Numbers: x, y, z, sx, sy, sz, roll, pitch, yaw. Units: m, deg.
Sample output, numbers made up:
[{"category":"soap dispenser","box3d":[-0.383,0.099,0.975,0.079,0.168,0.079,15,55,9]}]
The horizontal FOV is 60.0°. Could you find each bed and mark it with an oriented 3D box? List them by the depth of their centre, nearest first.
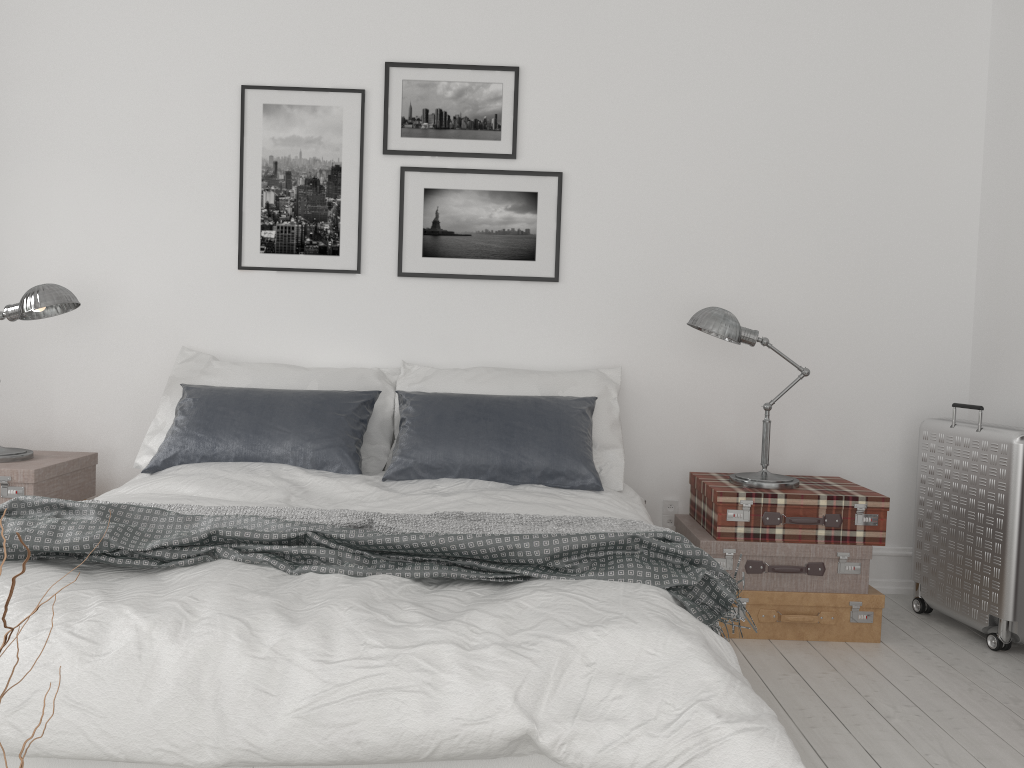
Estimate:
[{"category":"bed","box3d":[-0.526,0.475,2.777,2.217,0.926,2.473,2,3,0]}]

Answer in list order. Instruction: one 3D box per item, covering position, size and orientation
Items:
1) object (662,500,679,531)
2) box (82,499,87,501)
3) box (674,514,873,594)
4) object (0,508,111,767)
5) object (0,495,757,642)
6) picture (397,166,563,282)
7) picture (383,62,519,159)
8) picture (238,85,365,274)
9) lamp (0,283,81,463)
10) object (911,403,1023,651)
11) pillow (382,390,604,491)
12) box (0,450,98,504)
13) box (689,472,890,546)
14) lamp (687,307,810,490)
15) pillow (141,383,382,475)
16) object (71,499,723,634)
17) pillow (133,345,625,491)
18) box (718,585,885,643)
[{"category":"object","box3d":[0.718,0.595,4.023,0.070,0.140,0.009,2,3,0]},{"category":"box","box3d":[-2.148,0.569,3.537,0.647,0.185,0.537,2,3,0]},{"category":"box","box3d":[1.021,0.676,3.559,0.647,0.185,0.537,2,3,0]},{"category":"object","box3d":[-0.511,0.392,0.723,0.291,0.666,0.313,0,4,-38]},{"category":"object","box3d":[-0.514,0.518,2.134,2.154,0.377,0.536,2,3,2]},{"category":"picture","box3d":[-0.143,-0.710,3.953,0.720,0.486,0.015,2,3,0]},{"category":"picture","box3d":[-0.271,-1.210,3.928,0.592,0.403,0.015,2,3,0]},{"category":"picture","box3d":[-0.936,-0.905,3.939,0.545,0.810,0.015,2,3,0]},{"category":"lamp","box3d":[-1.956,-0.050,3.506,0.488,0.699,0.269,2,3,0]},{"category":"object","box3d":[1.854,0.531,3.534,0.208,0.902,0.647,1,3,-10]},{"category":"pillow","box3d":[-0.069,0.214,3.490,0.842,0.339,0.405,2,3,0]},{"category":"box","box3d":[-2.095,0.387,3.528,0.647,0.185,0.537,2,3,0]},{"category":"box","box3d":[1.084,0.494,3.555,0.647,0.185,0.537,2,3,0]},{"category":"lamp","box3d":[0.931,0.048,3.522,0.488,0.699,0.269,2,3,0]},{"category":"pillow","box3d":[-0.962,0.184,3.494,0.837,0.329,0.405,2,3,0]},{"category":"object","box3d":[-0.540,0.603,2.510,2.236,0.500,0.521,2,3,3]},{"category":"pillow","box3d":[-0.502,0.137,3.703,1.965,0.529,0.465,2,3,-1]},{"category":"box","box3d":[1.072,0.861,3.568,0.647,0.185,0.537,2,3,0]}]
